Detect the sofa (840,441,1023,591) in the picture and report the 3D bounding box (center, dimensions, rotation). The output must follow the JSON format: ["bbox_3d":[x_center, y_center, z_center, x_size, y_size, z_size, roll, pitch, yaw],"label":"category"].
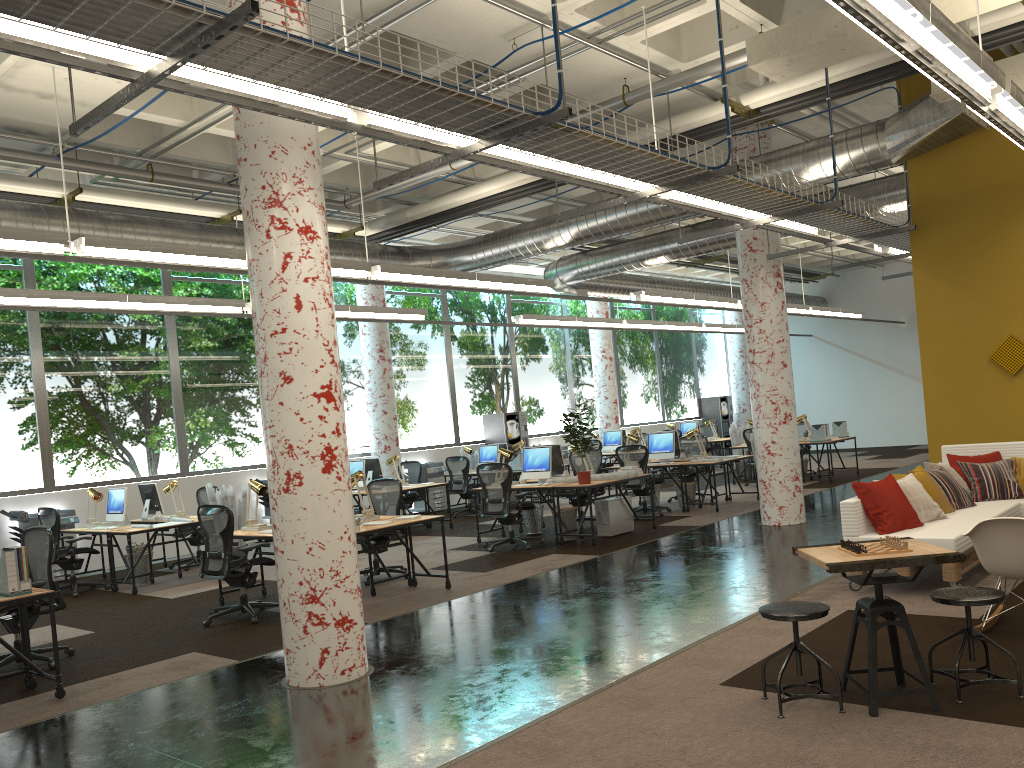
[{"bbox_3d":[4.248,1.020,7.271,2.023,0.931,2.849,-7,-3,41],"label":"sofa"}]

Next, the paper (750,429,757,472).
[{"bbox_3d":[3.884,1.214,13.507,0.441,1.198,0.411,-5,0,19],"label":"paper"}]

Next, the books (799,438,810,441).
[{"bbox_3d":[5.685,1.064,17.072,0.309,0.038,0.225,-8,-3,42],"label":"books"}]

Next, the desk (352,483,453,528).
[{"bbox_3d":[-2.136,2.035,14.137,1.946,0.724,1.398,-7,-3,41],"label":"desk"}]

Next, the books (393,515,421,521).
[{"bbox_3d":[-1.023,1.306,8.639,0.200,0.024,0.235,-6,-3,15],"label":"books"}]

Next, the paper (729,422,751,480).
[{"bbox_3d":[4.686,1.349,18.094,0.441,1.198,0.411,-5,0,19],"label":"paper"}]

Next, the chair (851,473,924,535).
[{"bbox_3d":[2.954,0.954,6.992,0.533,0.444,0.302,-4,-1,-32],"label":"chair"}]

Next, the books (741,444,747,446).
[{"bbox_3d":[4.624,1.166,17.150,0.309,0.038,0.225,-8,-3,42],"label":"books"}]

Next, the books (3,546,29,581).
[{"bbox_3d":[-3.338,1.252,5.966,0.234,0.310,0.068,-6,0,41],"label":"books"}]

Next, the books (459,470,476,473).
[{"bbox_3d":[-0.844,1.648,16.684,0.309,0.038,0.225,-8,-3,42],"label":"books"}]

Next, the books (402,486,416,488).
[{"bbox_3d":[-1.617,1.598,13.766,0.244,0.019,0.205,-6,-3,19],"label":"books"}]

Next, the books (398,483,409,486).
[{"bbox_3d":[-1.843,1.630,14.267,0.309,0.038,0.225,-8,-3,42],"label":"books"}]

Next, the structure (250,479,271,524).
[{"bbox_3d":[-3.783,2.052,14.792,0.504,1.058,1.055,-5,-1,41],"label":"structure"}]

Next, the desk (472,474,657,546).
[{"bbox_3d":[0.676,1.640,11.636,1.946,0.724,1.398,-7,-3,41],"label":"desk"}]

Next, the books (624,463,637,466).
[{"bbox_3d":[1.926,1.281,14.235,0.309,0.038,0.225,-8,-3,42],"label":"books"}]

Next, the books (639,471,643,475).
[{"bbox_3d":[1.538,1.166,11.512,0.272,0.050,0.200,-7,-3,39],"label":"books"}]

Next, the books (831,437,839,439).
[{"bbox_3d":[6.025,1.022,16.637,0.200,0.024,0.235,-6,-3,15],"label":"books"}]

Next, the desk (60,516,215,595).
[{"bbox_3d":[-4.632,2.135,11.303,1.946,0.724,1.398,-7,-3,41],"label":"desk"}]

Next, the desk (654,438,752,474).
[{"bbox_3d":[4.695,1.759,21.894,1.946,0.724,1.398,-7,-3,41],"label":"desk"}]

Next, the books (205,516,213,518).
[{"bbox_3d":[-3.830,1.686,11.223,0.243,0.019,0.205,-5,-3,-11],"label":"books"}]

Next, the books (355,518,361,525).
[{"bbox_3d":[-1.498,1.264,8.084,0.193,0.044,0.257,-5,-3,-1],"label":"books"}]

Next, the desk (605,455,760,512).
[{"bbox_3d":[2.694,1.585,14.027,1.946,0.724,1.398,-7,-3,41],"label":"desk"}]

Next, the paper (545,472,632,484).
[{"bbox_3d":[0.947,1.187,11.151,1.135,0.082,0.083,-6,-1,16],"label":"paper"}]

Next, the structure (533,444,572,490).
[{"bbox_3d":[0.979,1.860,20.204,0.504,1.058,1.055,-5,-1,41],"label":"structure"}]

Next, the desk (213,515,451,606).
[{"bbox_3d":[-1.801,1.759,8.779,1.946,0.724,1.398,-7,-3,41],"label":"desk"}]

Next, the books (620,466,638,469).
[{"bbox_3d":[1.524,1.090,11.527,0.185,0.030,0.152,-7,-3,39],"label":"books"}]

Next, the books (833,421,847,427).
[{"bbox_3d":[6.254,0.865,16.859,0.234,0.310,0.068,-6,0,41],"label":"books"}]

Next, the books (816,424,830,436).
[{"bbox_3d":[5.685,0.888,16.212,0.234,0.310,0.068,-6,0,41],"label":"books"}]

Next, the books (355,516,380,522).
[{"bbox_3d":[-1.508,1.354,8.909,0.309,0.038,0.225,-8,-3,42],"label":"books"}]

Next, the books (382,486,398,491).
[{"bbox_3d":[-1.846,1.587,13.421,0.200,0.050,0.272,-4,-3,-21],"label":"books"}]

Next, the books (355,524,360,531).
[{"bbox_3d":[-1.511,1.311,8.063,0.200,0.050,0.272,-4,-3,-21],"label":"books"}]

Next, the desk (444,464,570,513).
[{"bbox_3d":[-0.076,1.951,16.477,1.946,0.724,1.398,-7,-3,41],"label":"desk"}]

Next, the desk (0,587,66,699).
[{"bbox_3d":[-4.200,1.855,6.049,1.946,0.724,1.398,-7,-3,41],"label":"desk"}]

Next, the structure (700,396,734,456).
[{"bbox_3d":[6.084,1.278,26.034,0.639,1.811,0.748,-5,0,41],"label":"structure"}]

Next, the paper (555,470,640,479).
[{"bbox_3d":[1.057,1.182,11.276,1.135,0.082,0.083,-6,-1,6],"label":"paper"}]

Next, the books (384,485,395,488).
[{"bbox_3d":[-1.833,1.539,13.442,0.193,0.044,0.257,-5,-3,-1],"label":"books"}]

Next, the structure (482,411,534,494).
[{"bbox_3d":[-0.072,1.526,19.044,0.639,1.811,0.748,-5,0,41],"label":"structure"}]

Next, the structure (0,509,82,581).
[{"bbox_3d":[-6.279,2.153,11.958,0.504,1.058,1.055,-5,-1,41],"label":"structure"}]

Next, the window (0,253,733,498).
[{"bbox_3d":[-1.972,-0.550,17.614,0.050,3.763,26.147,-5,-2,41],"label":"window"}]

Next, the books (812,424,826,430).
[{"bbox_3d":[5.587,0.892,16.101,0.234,0.310,0.068,-6,0,41],"label":"books"}]

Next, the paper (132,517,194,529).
[{"bbox_3d":[-4.243,1.688,10.762,0.569,0.061,0.624,-7,-3,39],"label":"paper"}]

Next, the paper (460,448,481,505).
[{"bbox_3d":[-0.782,1.832,17.629,0.441,1.198,0.411,-5,0,19],"label":"paper"}]

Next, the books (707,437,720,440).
[{"bbox_3d":[4.988,1.355,22.024,0.309,0.038,0.225,-8,-3,42],"label":"books"}]

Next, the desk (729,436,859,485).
[{"bbox_3d":[5.392,1.469,16.942,1.946,0.724,1.398,-7,-3,41],"label":"desk"}]

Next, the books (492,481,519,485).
[{"bbox_3d":[-0.092,1.336,11.844,0.309,0.038,0.225,-8,-3,42],"label":"books"}]

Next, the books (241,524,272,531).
[{"bbox_3d":[-2.569,1.456,8.986,0.309,0.038,0.225,-8,-3,42],"label":"books"}]

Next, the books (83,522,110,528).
[{"bbox_3d":[-5.400,1.832,11.511,0.309,0.038,0.225,-8,-3,42],"label":"books"}]

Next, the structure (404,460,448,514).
[{"bbox_3d":[-1.650,1.966,17.219,0.504,1.058,1.055,-5,-1,41],"label":"structure"}]

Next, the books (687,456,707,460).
[{"bbox_3d":[2.987,1.180,14.157,0.309,0.038,0.225,-8,-3,42],"label":"books"}]

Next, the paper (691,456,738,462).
[{"bbox_3d":[3.083,1.137,13.486,0.569,0.061,0.624,-7,-3,39],"label":"paper"}]

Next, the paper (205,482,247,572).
[{"bbox_3d":[-3.442,1.764,10.783,0.441,1.198,0.411,-5,0,19],"label":"paper"}]

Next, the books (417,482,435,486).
[{"bbox_3d":[-1.358,1.582,13.997,0.200,0.024,0.235,-6,-3,15],"label":"books"}]

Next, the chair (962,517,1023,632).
[{"bbox_3d":[3.155,1.141,5.420,0.616,0.754,0.792,-6,-1,41],"label":"chair"}]

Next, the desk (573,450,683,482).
[{"bbox_3d":[2.553,1.846,19.462,1.946,0.724,1.398,-7,-3,41],"label":"desk"}]

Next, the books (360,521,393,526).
[{"bbox_3d":[-1.282,1.322,8.408,0.244,0.019,0.205,-6,-3,19],"label":"books"}]

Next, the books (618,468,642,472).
[{"bbox_3d":[1.538,1.120,11.538,0.192,0.044,0.258,-4,-3,-31],"label":"books"}]

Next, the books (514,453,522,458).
[{"bbox_3d":[0.119,1.374,15.636,0.234,0.310,0.068,-6,0,41],"label":"books"}]

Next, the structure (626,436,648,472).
[{"bbox_3d":[3.121,1.774,22.636,0.504,1.058,1.055,-5,-1,41],"label":"structure"}]

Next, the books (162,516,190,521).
[{"bbox_3d":[-4.339,1.730,11.434,0.309,0.038,0.225,-8,-3,42],"label":"books"}]
